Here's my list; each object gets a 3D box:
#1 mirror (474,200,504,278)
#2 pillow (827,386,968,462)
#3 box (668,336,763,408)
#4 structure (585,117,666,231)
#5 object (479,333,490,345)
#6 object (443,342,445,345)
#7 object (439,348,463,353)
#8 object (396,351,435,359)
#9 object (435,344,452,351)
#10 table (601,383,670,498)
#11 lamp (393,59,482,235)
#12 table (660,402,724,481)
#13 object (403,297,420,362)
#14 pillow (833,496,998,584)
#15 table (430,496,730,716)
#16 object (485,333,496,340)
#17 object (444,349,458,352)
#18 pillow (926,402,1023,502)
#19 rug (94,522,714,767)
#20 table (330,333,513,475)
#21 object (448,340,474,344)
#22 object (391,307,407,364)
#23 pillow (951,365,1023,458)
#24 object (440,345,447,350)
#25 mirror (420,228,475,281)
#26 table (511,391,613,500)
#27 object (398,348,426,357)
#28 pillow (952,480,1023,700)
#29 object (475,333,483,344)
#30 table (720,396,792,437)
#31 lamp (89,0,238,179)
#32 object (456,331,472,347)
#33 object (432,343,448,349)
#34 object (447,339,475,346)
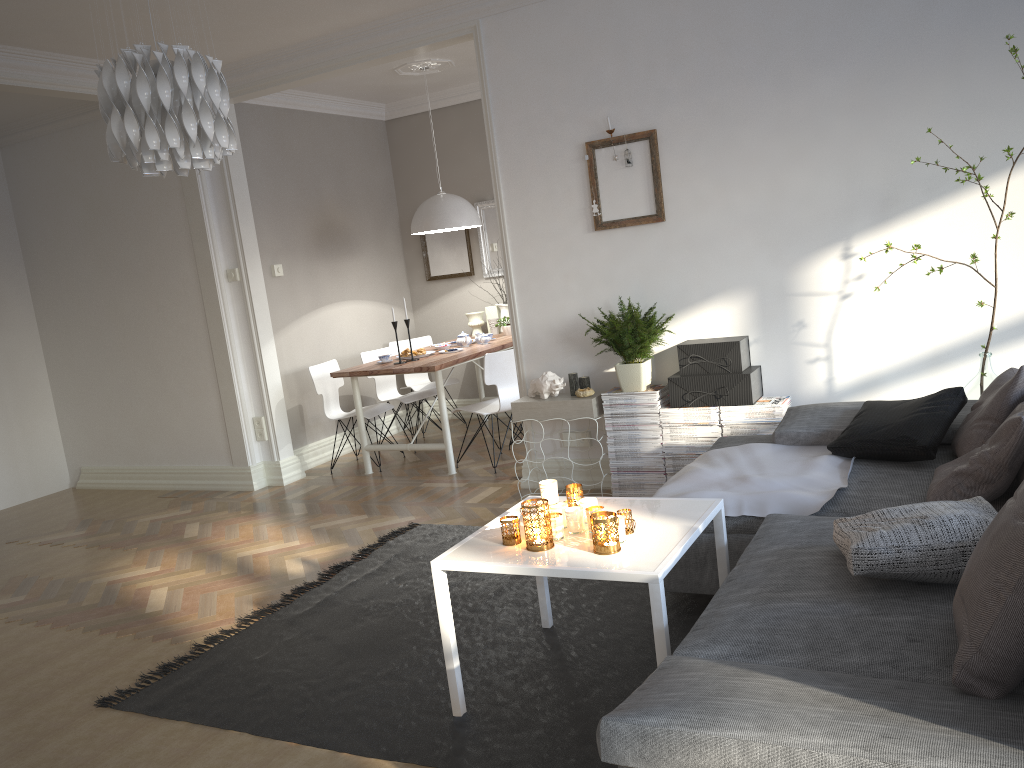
[{"bbox_3d":[-0.033,-1.231,7.407,0.544,0.634,0.046,-3,10,28],"label":"mirror"},{"bbox_3d":[1.475,0.159,3.401,0.401,0.249,0.421,-15,11,-41],"label":"pillow"},{"bbox_3d":[1.023,-0.059,4.511,0.419,0.316,0.297,-3,10,28],"label":"box"},{"bbox_3d":[0.582,-1.118,4.657,0.398,0.576,0.053,-3,10,26],"label":"structure"},{"bbox_3d":[-0.209,-0.342,6.663,0.090,0.086,0.090,-10,9,-16],"label":"object"},{"bbox_3d":[-0.517,-0.308,6.733,0.020,0.003,0.193,-8,8,-4],"label":"object"},{"bbox_3d":[-0.441,-0.238,6.403,0.180,0.014,0.179,-8,8,-6],"label":"object"},{"bbox_3d":[-0.693,-0.206,6.392,0.287,0.020,0.286,-5,8,16],"label":"object"},{"bbox_3d":[-0.508,-0.265,6.569,0.129,0.038,0.129,-3,9,28],"label":"object"},{"bbox_3d":[0.696,0.313,4.769,0.321,0.598,0.246,-3,10,28],"label":"table"},{"bbox_3d":[-0.559,-1.720,6.476,0.530,1.185,0.529,-1,11,36],"label":"lamp"},{"bbox_3d":[0.974,0.347,4.631,0.327,0.500,0.246,-3,10,28],"label":"table"},{"bbox_3d":[-0.716,-0.382,6.117,0.095,0.450,0.094,-3,10,24],"label":"object"},{"bbox_3d":[1.047,0.403,2.274,0.406,0.195,0.403,-5,9,15],"label":"pillow"},{"bbox_3d":[0.255,0.701,2.818,0.715,0.505,0.673,-3,10,28],"label":"table"},{"bbox_3d":[-0.186,-0.365,6.909,0.116,0.056,0.116,-7,8,1],"label":"object"},{"bbox_3d":[-0.441,-0.240,6.391,0.100,0.025,0.066,-7,8,6],"label":"object"},{"bbox_3d":[1.512,0.217,2.837,0.337,0.312,0.413,-2,10,33],"label":"pillow"},{"bbox_3d":[-0.114,0.897,3.508,2.112,0.055,2.010,-3,9,28],"label":"rug"},{"bbox_3d":[-0.364,0.091,6.755,0.853,0.752,1.981,-3,9,28],"label":"table"},{"bbox_3d":[-0.401,-0.323,6.912,0.201,0.022,0.194,-15,11,-41],"label":"object"},{"bbox_3d":[-0.789,-0.336,6.045,0.095,0.397,0.094,-3,10,24],"label":"object"},{"bbox_3d":[1.738,0.113,3.150,0.324,0.404,0.428,-5,9,16],"label":"pillow"},{"bbox_3d":[-0.510,-0.266,6.569,0.085,0.039,0.082,-8,8,-6],"label":"object"},{"bbox_3d":[-0.572,-1.195,7.695,0.474,0.559,0.051,-3,10,28],"label":"mirror"},{"bbox_3d":[0.301,0.352,4.943,0.553,0.577,0.298,-3,10,29],"label":"table"},{"bbox_3d":[-0.720,-0.228,6.388,0.197,0.063,0.188,-8,8,-1],"label":"object"},{"bbox_3d":[1.000,0.374,1.756,0.242,0.391,0.425,-3,10,29],"label":"pillow"},{"bbox_3d":[-0.249,-0.350,6.754,0.072,0.086,0.086,-8,9,-6],"label":"object"},{"bbox_3d":[1.251,0.332,4.482,0.327,0.500,0.246,-3,10,28],"label":"table"},{"bbox_3d":[-1.032,-1.132,2.481,0.354,1.068,0.353,-10,9,-19],"label":"lamp"},{"bbox_3d":[-0.362,-0.338,6.661,0.143,0.119,0.124,-2,10,33],"label":"object"},{"bbox_3d":[-0.543,-0.284,6.733,0.129,0.038,0.129,-2,10,33],"label":"object"},{"bbox_3d":[-0.400,-0.318,6.908,0.287,0.020,0.286,-7,8,1],"label":"object"}]
